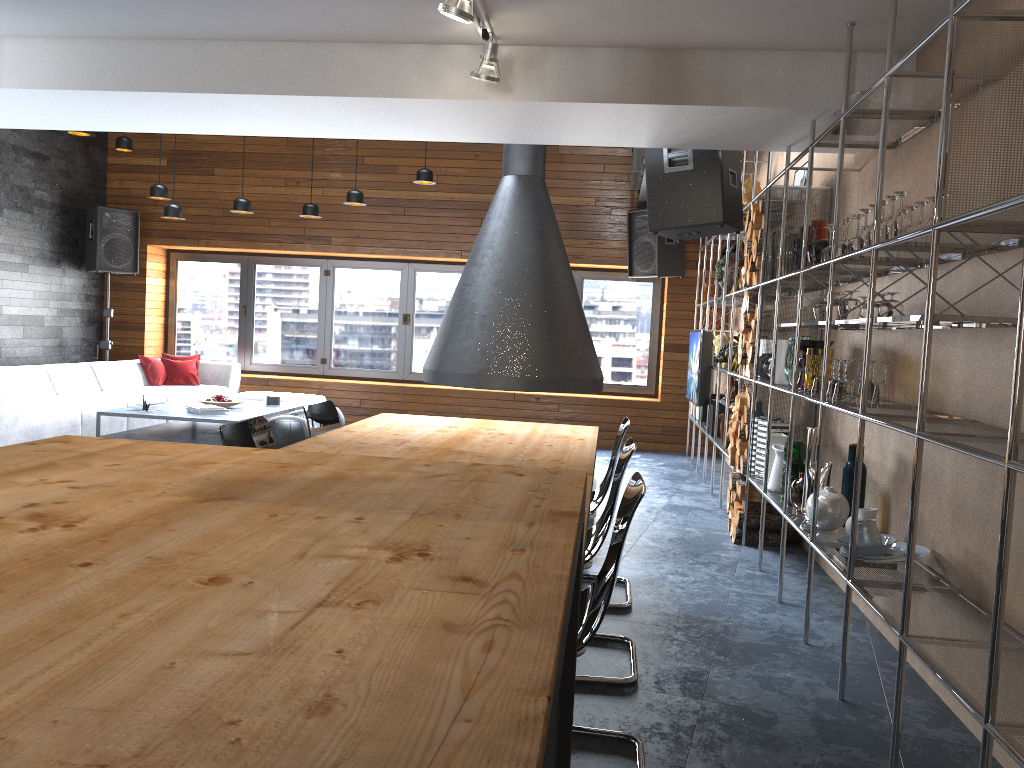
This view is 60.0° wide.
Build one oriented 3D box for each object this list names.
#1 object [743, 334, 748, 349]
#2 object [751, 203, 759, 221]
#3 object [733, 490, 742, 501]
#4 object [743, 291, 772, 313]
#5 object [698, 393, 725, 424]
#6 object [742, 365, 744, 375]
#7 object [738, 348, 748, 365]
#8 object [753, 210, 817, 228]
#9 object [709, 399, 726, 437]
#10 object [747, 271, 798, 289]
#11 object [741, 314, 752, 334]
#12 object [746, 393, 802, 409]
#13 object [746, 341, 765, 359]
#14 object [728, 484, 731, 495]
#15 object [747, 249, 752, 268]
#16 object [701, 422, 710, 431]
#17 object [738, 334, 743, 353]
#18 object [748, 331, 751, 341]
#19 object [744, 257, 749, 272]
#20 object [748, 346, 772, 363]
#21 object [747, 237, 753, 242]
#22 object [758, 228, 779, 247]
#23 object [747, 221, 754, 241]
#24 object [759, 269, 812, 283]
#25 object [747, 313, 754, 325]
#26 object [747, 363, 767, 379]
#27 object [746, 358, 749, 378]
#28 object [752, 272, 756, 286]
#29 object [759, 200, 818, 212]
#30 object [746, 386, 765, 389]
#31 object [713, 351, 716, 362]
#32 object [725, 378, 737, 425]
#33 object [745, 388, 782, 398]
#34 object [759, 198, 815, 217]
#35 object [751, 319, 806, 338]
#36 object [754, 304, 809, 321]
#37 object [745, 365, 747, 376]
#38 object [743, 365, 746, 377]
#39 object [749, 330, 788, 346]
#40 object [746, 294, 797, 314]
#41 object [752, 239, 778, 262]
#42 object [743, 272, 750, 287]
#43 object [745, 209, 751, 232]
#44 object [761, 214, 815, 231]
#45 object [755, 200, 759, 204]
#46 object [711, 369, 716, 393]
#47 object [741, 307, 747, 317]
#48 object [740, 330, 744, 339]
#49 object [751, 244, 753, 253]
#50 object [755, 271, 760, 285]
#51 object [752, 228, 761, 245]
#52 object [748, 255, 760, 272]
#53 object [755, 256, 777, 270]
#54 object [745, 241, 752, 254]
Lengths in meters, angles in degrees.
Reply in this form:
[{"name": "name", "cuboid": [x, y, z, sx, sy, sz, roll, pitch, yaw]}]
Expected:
[{"name": "object", "cuboid": [1.617, -0.265, 5.545, 0.331, 0.110, 0.101, 3, 3, 8]}, {"name": "object", "cuboid": [1.619, -1.044, 5.426, 0.289, 0.121, 0.107, 3, 3, 5]}, {"name": "object", "cuboid": [1.551, 0.719, 5.532, 0.330, 0.098, 0.107, 3, 3, 2]}, {"name": "object", "cuboid": [1.601, -0.498, 5.509, 0.312, 0.150, 0.140, 3, 3, 2]}, {"name": "object", "cuboid": [1.923, 0.242, 8.239, 0.343, 0.303, 0.175, 3, 3, 6]}, {"name": "object", "cuboid": [1.641, -0.092, 5.714, 0.287, 0.112, 0.126, 3, 3, 6]}, {"name": "object", "cuboid": [1.591, -0.163, 5.595, 0.312, 0.110, 0.103, 3, 3, 2]}, {"name": "object", "cuboid": [1.644, -0.985, 5.355, 0.362, 0.115, 0.098, 3, 3, 7]}, {"name": "object", "cuboid": [1.823, 0.292, 7.342, 0.343, 0.303, 0.175, 3, 3, 6]}, {"name": "object", "cuboid": [1.672, -0.665, 5.593, 0.362, 0.131, 0.154, 3, 3, 6]}, {"name": "object", "cuboid": [1.595, -0.365, 5.511, 0.321, 0.128, 0.164, 3, 3, 5]}, {"name": "object", "cuboid": [1.571, 0.097, 5.328, 0.308, 0.107, 0.121, 3, 3, 2]}, {"name": "object", "cuboid": [1.596, -0.209, 5.392, 0.329, 0.135, 0.095, 3, 3, 2]}, {"name": "object", "cuboid": [1.564, 0.664, 5.697, 0.329, 0.107, 0.128, 3, 3, 6]}, {"name": "object", "cuboid": [1.651, -0.791, 5.583, 0.329, 0.135, 0.095, 4, 3, 10]}, {"name": "object", "cuboid": [1.843, 0.388, 7.783, 0.325, 0.058, 0.360, 3, 4, 6]}, {"name": "object", "cuboid": [1.602, -0.240, 5.673, 0.286, 0.143, 0.143, 3, 3, 6]}, {"name": "object", "cuboid": [1.625, -0.273, 5.462, 0.330, 0.098, 0.107, 3, 3, 2]}, {"name": "object", "cuboid": [1.661, -0.763, 5.697, 0.321, 0.109, 0.110, 3, 3, 5]}, {"name": "object", "cuboid": [1.582, -0.168, 5.282, 0.321, 0.109, 0.110, 3, 3, 7]}, {"name": "object", "cuboid": [1.663, -0.923, 5.671, 0.308, 0.120, 0.097, 4, 4, 11]}, {"name": "object", "cuboid": [1.614, -0.851, 5.249, 0.309, 0.121, 0.111, 3, 3, 7]}, {"name": "object", "cuboid": [1.622, -0.934, 5.451, 0.321, 0.128, 0.164, 3, 4, 7]}, {"name": "object", "cuboid": [1.626, -0.640, 5.273, 0.287, 0.112, 0.126, 3, 3, 7]}, {"name": "object", "cuboid": [1.600, -0.396, 5.432, 0.303, 0.090, 0.098, 3, 3, 5]}, {"name": "object", "cuboid": [1.580, -0.074, 5.295, 0.330, 0.105, 0.107, 3, 3, 4]}, {"name": "object", "cuboid": [1.616, -0.082, 5.390, 0.362, 0.131, 0.154, 3, 3, 7]}, {"name": "object", "cuboid": [1.642, -0.654, 5.470, 0.299, 0.114, 0.135, 4, 4, 8]}, {"name": "object", "cuboid": [1.655, -1.057, 5.322, 0.330, 0.103, 0.102, 4, 4, 10]}, {"name": "object", "cuboid": [1.628, 0.081, 5.605, 0.289, 0.121, 0.107, 3, 3, 7]}, {"name": "object", "cuboid": [2.000, -0.278, 8.873, 0.320, 0.114, 0.404, 3, 4, 6]}, {"name": "object", "cuboid": [1.754, 0.185, 7.107, 0.112, 0.533, 0.112, 3, 3, 6]}, {"name": "object", "cuboid": [1.613, 0.072, 5.507, 0.312, 0.150, 0.140, 3, 3, 2]}, {"name": "object", "cuboid": [1.627, -1.040, 5.254, 0.308, 0.107, 0.121, 4, 4, 10]}, {"name": "object", "cuboid": [1.587, -0.330, 5.289, 0.308, 0.120, 0.097, 3, 3, 1]}, {"name": "object", "cuboid": [1.612, -0.416, 5.318, 0.299, 0.119, 0.151, 4, 4, 9]}, {"name": "object", "cuboid": [1.614, -0.085, 5.517, 0.299, 0.114, 0.135, 3, 3, 4]}, {"name": "object", "cuboid": [1.625, -0.077, 5.627, 0.303, 0.095, 0.087, 3, 3, 6]}, {"name": "object", "cuboid": [1.591, -0.263, 5.291, 0.331, 0.110, 0.107, 3, 3, 4]}, {"name": "object", "cuboid": [1.584, -0.479, 5.413, 0.289, 0.121, 0.107, 3, 3, 7]}, {"name": "object", "cuboid": [1.595, -0.792, 5.306, 0.286, 0.143, 0.143, 3, 3, 7]}, {"name": "object", "cuboid": [1.658, -0.668, 5.694, 0.330, 0.105, 0.107, 4, 4, 9]}, {"name": "object", "cuboid": [1.645, -1.028, 5.627, 0.312, 0.150, 0.140, 4, 4, 10]}, {"name": "object", "cuboid": [1.637, -0.949, 5.255, 0.299, 0.114, 0.135, 4, 4, 8]}, {"name": "object", "cuboid": [1.674, -1.084, 5.534, 0.299, 0.118, 0.129, 3, 3, 4]}, {"name": "object", "cuboid": [1.904, 0.109, 8.468, 0.112, 0.533, 0.112, 3, 3, 6]}, {"name": "object", "cuboid": [1.637, -0.427, 5.594, 0.362, 0.115, 0.098, 3, 3, 5]}, {"name": "object", "cuboid": [1.623, -0.329, 5.629, 0.329, 0.107, 0.128, 3, 3, 6]}, {"name": "object", "cuboid": [1.638, -0.830, 5.423, 0.331, 0.110, 0.101, 3, 3, 4]}, {"name": "object", "cuboid": [1.630, -0.634, 5.362, 0.303, 0.095, 0.087, 3, 3, 6]}, {"name": "object", "cuboid": [1.624, -0.884, 5.334, 0.329, 0.107, 0.128, 3, 3, 6]}, {"name": "object", "cuboid": [1.602, -0.723, 5.391, 0.312, 0.110, 0.103, 4, 4, 10]}, {"name": "object", "cuboid": [1.603, -0.708, 5.250, 0.303, 0.088, 0.095, 3, 4, 8]}, {"name": "object", "cuboid": [1.667, -0.856, 5.676, 0.331, 0.110, 0.107, 4, 4, 8]}]
